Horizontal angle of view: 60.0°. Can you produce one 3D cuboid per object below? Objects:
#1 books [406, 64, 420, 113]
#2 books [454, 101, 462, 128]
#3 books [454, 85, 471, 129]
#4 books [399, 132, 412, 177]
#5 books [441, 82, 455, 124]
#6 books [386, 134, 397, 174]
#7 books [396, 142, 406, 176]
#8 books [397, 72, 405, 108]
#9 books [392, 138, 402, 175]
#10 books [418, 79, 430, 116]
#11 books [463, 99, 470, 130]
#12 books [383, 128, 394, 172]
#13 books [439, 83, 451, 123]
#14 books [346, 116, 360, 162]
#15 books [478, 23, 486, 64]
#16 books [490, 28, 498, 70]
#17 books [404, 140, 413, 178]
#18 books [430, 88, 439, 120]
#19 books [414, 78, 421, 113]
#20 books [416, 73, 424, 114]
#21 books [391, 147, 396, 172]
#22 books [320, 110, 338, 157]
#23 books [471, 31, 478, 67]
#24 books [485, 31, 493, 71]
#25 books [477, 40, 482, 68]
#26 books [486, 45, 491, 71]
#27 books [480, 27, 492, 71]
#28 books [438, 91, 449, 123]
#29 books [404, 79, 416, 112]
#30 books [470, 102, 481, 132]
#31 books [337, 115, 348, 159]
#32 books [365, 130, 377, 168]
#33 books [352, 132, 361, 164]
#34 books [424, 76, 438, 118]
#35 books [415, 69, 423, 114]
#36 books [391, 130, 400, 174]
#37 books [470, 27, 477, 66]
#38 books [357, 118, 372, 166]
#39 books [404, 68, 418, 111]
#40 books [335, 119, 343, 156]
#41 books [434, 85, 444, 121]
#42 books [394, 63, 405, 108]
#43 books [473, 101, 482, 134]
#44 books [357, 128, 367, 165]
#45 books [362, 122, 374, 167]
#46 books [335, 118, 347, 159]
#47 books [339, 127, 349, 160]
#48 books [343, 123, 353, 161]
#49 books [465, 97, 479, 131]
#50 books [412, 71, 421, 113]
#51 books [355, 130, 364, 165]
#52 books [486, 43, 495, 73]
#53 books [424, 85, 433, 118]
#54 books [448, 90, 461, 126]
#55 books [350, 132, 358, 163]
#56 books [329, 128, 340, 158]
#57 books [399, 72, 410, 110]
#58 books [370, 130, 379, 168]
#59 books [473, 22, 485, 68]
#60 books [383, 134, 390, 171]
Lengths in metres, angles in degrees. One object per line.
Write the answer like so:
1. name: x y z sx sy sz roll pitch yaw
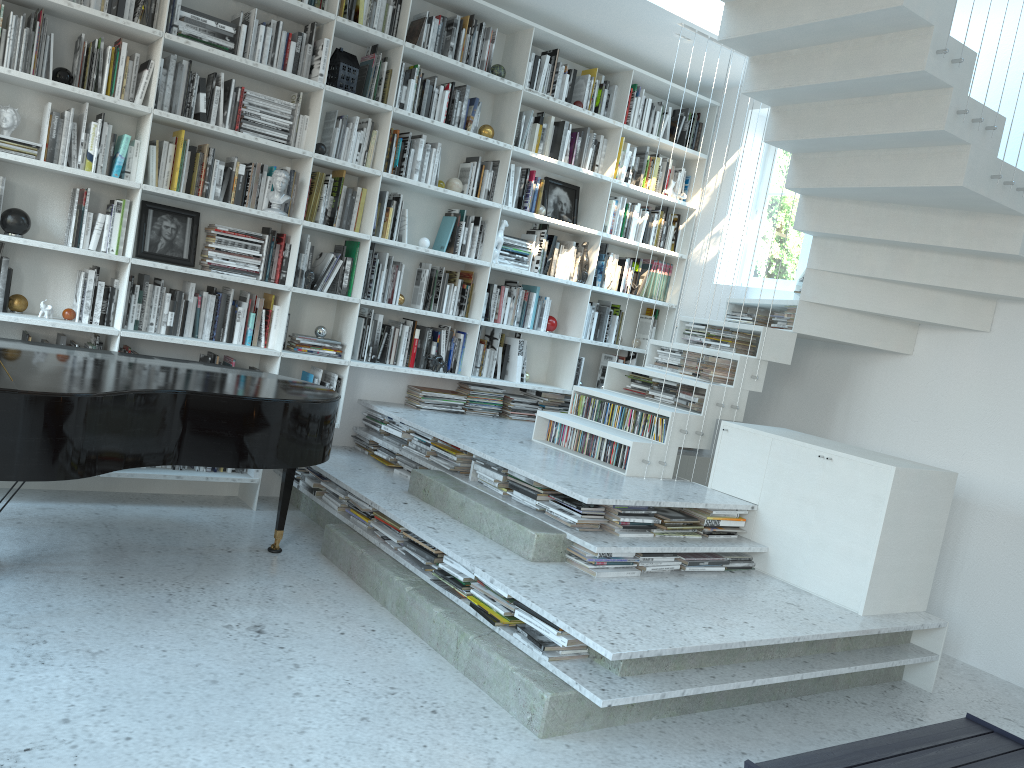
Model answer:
1. books: -0.615 -1.737 5.280 0.014 0.307 0.152 7 6 -36
2. books: -0.379 -1.643 5.466 0.027 0.182 0.176 7 6 -36
3. books: -0.340 -1.689 5.467 0.029 0.285 0.183 7 6 -36
4. books: -0.670 -1.362 5.312 0.014 0.281 0.177 7 6 -36
5. books: -0.418 -1.702 5.444 0.012 0.285 0.159 7 6 -36
6. books: -0.749 -1.357 5.270 0.014 0.248 0.176 7 6 -36
7. books: -0.703 -1.336 5.319 0.026 0.216 0.161 7 6 -36
8. books: -0.690 -1.715 5.249 0.012 0.240 0.138 7 6 -36
9. books: -0.716 -1.348 5.305 0.013 0.236 0.157 7 6 -36
10. books: -0.560 -1.697 5.323 0.027 0.242 0.159 7 6 -36
11. books: -0.331 -1.653 5.499 0.030 0.213 0.156 7 6 -36
12. books: -0.767 -1.376 5.273 0.014 0.279 0.153 7 6 -36
13. books: -0.437 -1.693 5.416 0.012 0.265 0.156 7 6 -36
14. books: -0.951 -1.395 5.102 0.028 0.275 0.186 7 6 -36
15. books: -0.231 -2.065 5.507 0.008 0.322 0.133 7 6 -36
16. books: -0.163 -2.046 5.523 0.006 0.306 0.163 7 6 -36
17. books: -0.663 -1.340 5.330 0.022 0.237 0.164 7 6 -36
18. books: -0.507 -1.679 5.385 0.025 0.216 0.143 7 6 -36
19. books: -0.608 -1.701 5.303 0.012 0.236 0.165 7 6 -36
20. books: -0.586 -1.720 5.329 0.013 0.277 0.133 7 6 -36
21. books: -0.748 -1.323 5.293 0.021 0.179 0.136 7 6 -36
22. books: -1.055 -1.418 5.066 0.019 0.285 0.159 7 6 -36
23. books: -0.271 -2.034 5.462 0.024 0.252 0.149 7 6 -36
24. books: -0.194 -2.036 5.497 0.008 0.279 0.180 7 6 -35
25. books: -0.234 -2.053 5.486 0.019 0.299 0.137 7 6 -36
26. books: -0.197 -2.005 5.518 0.018 0.214 0.157 7 6 -36
27. books: -0.204 -2.047 5.495 0.013 0.297 0.188 7 6 -36
28. books: -0.456 -1.666 5.390 0.021 0.209 0.180 7 6 -36
29. books: -0.644 -1.690 5.257 0.026 0.208 0.180 7 6 -36
30. books: -0.276 -1.647 5.535 0.048 0.217 0.182 7 6 -36
31. books: -1.002 -1.405 5.099 0.019 0.275 0.145 7 6 -36
32. books: -0.858 -1.360 5.180 0.028 0.230 0.176 7 6 -36
33. books: -0.938 -1.355 5.137 0.027 0.197 0.184 7 6 -36
34. books: -0.517 -1.715 5.372 0.013 0.284 0.154 7 6 -36
35. books: -0.594 -1.730 5.313 0.021 0.296 0.138 7 6 -36
36. books: -0.733 -1.376 5.312 0.014 0.284 0.135 7 6 -36
37. books: -0.282 -2.047 5.452 0.008 0.275 0.162 7 6 -35
38. books: -0.889 -1.398 5.173 0.028 0.294 0.154 7 6 -36
39. books: -0.631 -1.728 5.278 0.011 0.283 0.172 7 6 -36
40. books: -1.033 -1.393 5.085 0.024 0.243 0.159 7 6 -36
41. books: -0.479 -1.684 5.388 0.023 0.237 0.149 7 6 -36
42. books: -0.697 -1.737 5.222 0.012 0.285 0.159 7 6 -36
43. books: -0.255 -1.653 5.570 0.026 0.229 0.140 7 6 -36
44. books: -0.907 -1.371 5.164 0.024 0.234 0.149 7 6 -36
45. books: -0.876 -1.388 5.181 0.025 0.277 0.172 7 6 -36
46. books: -1.015 -1.394 5.091 0.028 0.250 0.164 7 6 -36
47. books: -0.999 -1.370 5.108 0.023 0.207 0.170 7 6 -36
48. books: -0.981 -1.382 5.111 0.023 0.236 0.178 7 6 -36
49. books: -0.288 -1.658 5.513 0.054 0.235 0.171 7 6 -36
50. books: -0.609 -1.717 5.288 0.010 0.269 0.165 7 6 -36
51. books: -0.920 -1.360 5.149 0.029 0.211 0.157 7 6 -36
52. books: -0.180 -1.999 5.520 0.014 0.209 0.187 7 6 -36
53. books: -0.541 -1.688 5.366 0.028 0.224 0.141 7 6 -36
54. books: -0.395 -1.673 5.443 0.030 0.238 0.185 7 6 -36
55. books: -0.952 -1.356 5.124 0.024 0.195 0.172 7 6 -36
56. books: -1.042 -1.363 5.060 0.028 0.186 0.181 7 6 -36
57. books: -0.671 -1.714 5.255 0.026 0.243 0.148 7 6 -36
58. books: -0.851 -1.365 5.203 0.026 0.238 0.172 7 6 -36
59. books: -0.248 -2.058 5.461 0.008 0.307 0.182 7 6 -36
60. books: -0.790 -1.362 5.266 0.030 0.242 0.138 7 6 -36
